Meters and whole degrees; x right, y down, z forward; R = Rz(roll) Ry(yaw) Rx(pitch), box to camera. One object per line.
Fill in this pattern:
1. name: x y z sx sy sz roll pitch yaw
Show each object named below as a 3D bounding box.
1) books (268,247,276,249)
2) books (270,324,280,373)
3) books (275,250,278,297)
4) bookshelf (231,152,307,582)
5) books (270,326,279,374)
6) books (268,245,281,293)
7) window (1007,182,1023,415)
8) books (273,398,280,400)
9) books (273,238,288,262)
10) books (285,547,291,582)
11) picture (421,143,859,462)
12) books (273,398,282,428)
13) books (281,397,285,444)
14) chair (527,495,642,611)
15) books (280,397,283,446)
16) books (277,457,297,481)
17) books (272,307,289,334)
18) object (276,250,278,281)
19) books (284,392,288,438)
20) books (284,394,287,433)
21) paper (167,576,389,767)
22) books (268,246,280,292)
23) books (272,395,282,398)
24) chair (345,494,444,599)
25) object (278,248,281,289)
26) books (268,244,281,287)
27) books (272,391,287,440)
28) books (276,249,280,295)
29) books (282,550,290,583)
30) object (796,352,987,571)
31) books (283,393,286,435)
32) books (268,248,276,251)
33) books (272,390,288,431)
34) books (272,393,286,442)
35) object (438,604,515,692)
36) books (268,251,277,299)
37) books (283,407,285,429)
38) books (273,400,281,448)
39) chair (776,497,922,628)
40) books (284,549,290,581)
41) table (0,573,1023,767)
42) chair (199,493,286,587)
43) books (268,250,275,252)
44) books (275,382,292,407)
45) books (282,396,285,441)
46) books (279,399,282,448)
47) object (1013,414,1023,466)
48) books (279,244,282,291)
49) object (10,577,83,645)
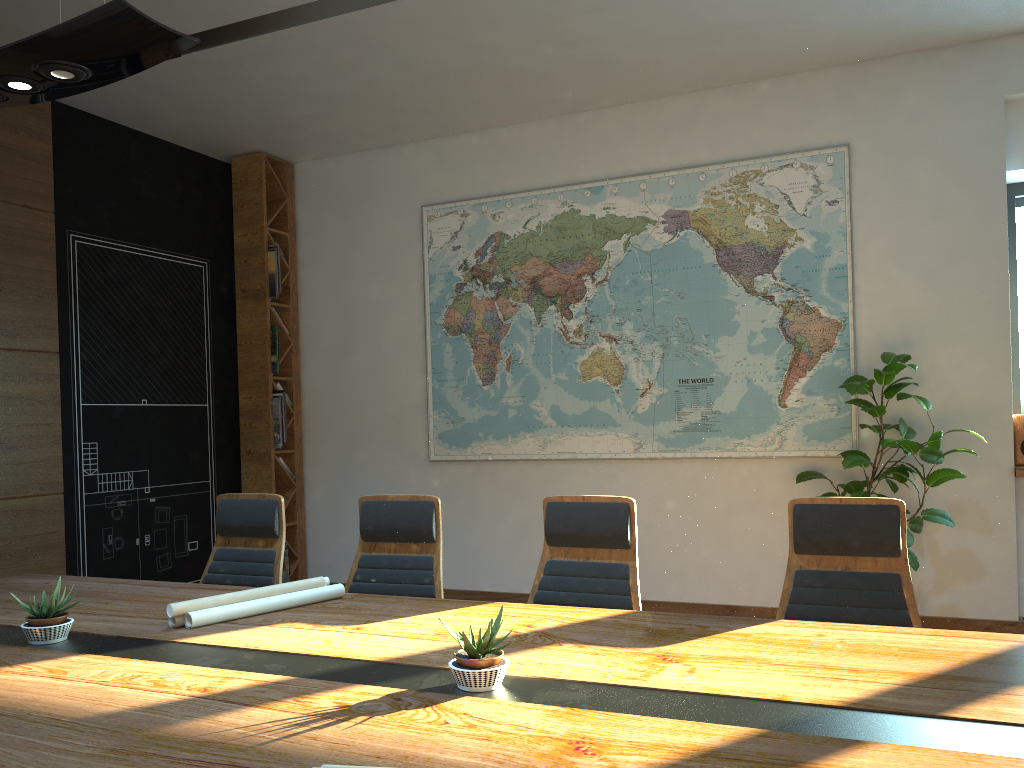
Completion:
1. books: -3.722 -1.017 3.750 0.398 0.399 7.915 -2 -2 24
2. books: -3.697 -0.385 3.751 0.398 0.395 7.884 -2 -2 24
3. books: -3.715 -0.998 3.748 0.400 0.383 7.896 -2 -2 24
4. bookshelf: -3.721 -0.147 3.765 0.319 3.689 8.628 -2 -2 24
5. books: -3.703 -0.377 3.753 0.398 0.390 7.871 -2 -2 24
6. books: -3.717 -1.040 3.748 0.398 0.395 7.968 -2 -2 24
7. window: 4.874 -0.482 5.247 3.465 1.862 0.053 -3 0 24
8. books: -3.683 0.224 3.755 0.398 0.398 7.891 -2 -2 24
9. books: -3.658 -0.001 3.740 0.161 2.646 8.418 -2 -2 24
10. books: -3.612 1.444 3.745 0.399 0.397 7.912 -2 -2 24
11. picture: 0.781 -0.476 6.490 3.235 2.064 0.030 -2 0 24
12. books: -3.685 0.219 3.756 0.398 0.399 7.908 -2 -2 24
13. books: -3.679 0.208 3.753 0.400 0.383 7.944 -2 -2 24
14. chair: 0.184 1.006 3.296 0.707 1.127 0.696 -2 -1 27
15. books: -3.682 0.215 3.755 0.398 0.396 7.917 -2 -2 24
16. books: -3.659 0.618 3.751 0.233 0.220 8.425 -2 -2 24
17. books: -3.723 -0.628 3.757 0.238 0.230 8.418 -2 -2 24
18. object: -3.722 -1.019 3.750 0.398 0.396 7.924 -2 -2 24
19. books: -3.678 0.165 3.752 0.396 0.381 8.033 -2 -2 24
20. books: -3.681 0.165 3.753 0.390 0.388 8.025 -2 -2 24
21. paper: -0.475 0.703 2.247 0.628 0.083 2.244 -1 -3 -26
22. books: -3.713 -1.030 3.746 0.391 0.397 7.944 -2 -2 24
23. books: -3.685 0.199 3.755 0.399 0.397 7.953 -2 -2 24
24. chair: -0.589 1.043 3.618 0.706 1.127 0.696 -2 -1 20
25. object: -3.722 -1.046 3.750 0.398 0.390 7.985 -2 -2 24
26. books: -3.719 -1.052 3.748 0.398 0.393 7.993 -2 -2 24
27. books: -3.675 0.167 3.751 0.386 0.400 8.008 -2 -2 24
28. books: -3.714 -1.016 3.747 0.396 0.381 7.934 -2 -2 24
29. books: -3.615 1.461 3.747 0.400 0.383 7.898 -2 -2 24
30. object: 2.301 0.692 5.404 1.057 1.795 0.721 -2 0 15
31. books: -3.677 0.174 3.752 0.388 0.397 8.000 -2 -2 24
32. books: -3.719 -1.010 3.749 0.398 0.396 7.906 -2 -2 24
33. books: -3.678 0.152 3.751 0.391 0.397 8.042 -2 -2 24
34. books: -3.676 0.181 3.751 0.391 0.403 7.978 -2 -2 24
35. object: -0.085 0.638 2.149 0.153 0.188 0.178 -1 -1 -26
36. books: -3.714 -0.988 3.747 0.398 0.390 7.865 -2 -2 24
37. books: -3.681 0.197 3.753 0.400 0.383 7.969 -2 -2 24
38. books: -3.684 0.236 3.756 0.398 0.398 7.871 -2 -2 24
39. chair: 1.088 0.962 2.903 0.706 1.127 0.696 -2 -1 24
40. books: -3.617 1.453 3.748 0.398 0.389 7.904 -2 -2 24
41. table: -0.060 1.126 2.151 5.544 0.797 1.785 -3 -2 24
42. chair: -1.371 1.081 3.972 0.706 1.127 0.696 -2 -1 24
43. books: -3.720 -0.994 3.750 0.399 0.397 7.874 -2 -2 24
44. books: -3.664 -0.011 3.742 0.176 0.208 8.422 -2 -2 24
45. books: -3.679 0.197 3.753 0.398 0.389 7.961 -2 -2 24
46. books: -3.677 0.232 3.753 0.398 0.396 7.880 -2 -2 24
47. object: 3.297 0.353 5.630 0.211 0.321 0.314 -2 -1 24
48. books: -3.716 -1.054 3.747 0.398 0.390 8.001 -2 -2 24
49. object: -1.447 0.704 2.750 0.177 0.188 0.153 -2 -1 12
